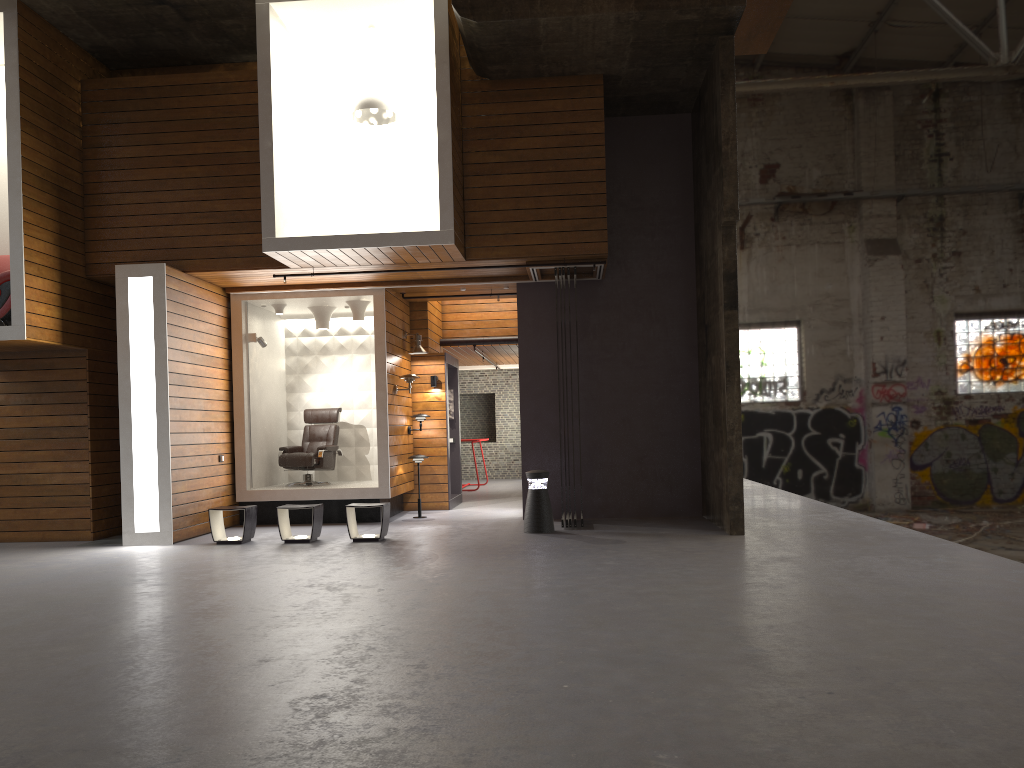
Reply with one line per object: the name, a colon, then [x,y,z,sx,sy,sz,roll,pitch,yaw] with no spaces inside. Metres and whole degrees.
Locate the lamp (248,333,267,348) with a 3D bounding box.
lamp: [-3.322,-0.570,11.579,0.248,0.188,0.129,-1,-1,-27]

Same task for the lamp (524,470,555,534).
lamp: [0.295,1.313,9.959,0.348,0.696,0.348,-2,-1,10]

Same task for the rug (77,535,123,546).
rug: [-4.517,1.821,10.571,0.540,0.014,1.579,-2,-3,4]

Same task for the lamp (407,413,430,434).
lamp: [-1.321,0.565,12.636,0.326,0.297,0.288,-2,-1,4]

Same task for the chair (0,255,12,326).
chair: [-5.730,-1.027,9.768,1.200,0.937,0.953,-2,-2,4]

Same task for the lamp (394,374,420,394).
lamp: [-1.388,-0.001,11.749,0.351,0.271,0.288,-2,-2,4]

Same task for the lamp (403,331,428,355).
lamp: [-1.355,-0.593,12.495,0.346,0.331,0.295,-2,-1,6]

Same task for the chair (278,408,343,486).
chair: [-2.811,0.870,12.383,0.755,1.071,0.825,-2,-1,19]

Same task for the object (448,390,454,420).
object: [-1.128,0.335,14.246,0.380,0.478,0.048,-2,0,4]

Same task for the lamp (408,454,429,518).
lamp: [-1.256,1.376,11.966,0.287,0.862,0.288,-2,0,-10]

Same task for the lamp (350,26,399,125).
lamp: [-1.532,-3.444,9.790,0.530,0.986,0.530,-2,-1,17]

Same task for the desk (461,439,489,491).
desk: [-0.944,1.606,17.694,0.844,0.984,1.718,-2,-2,4]
